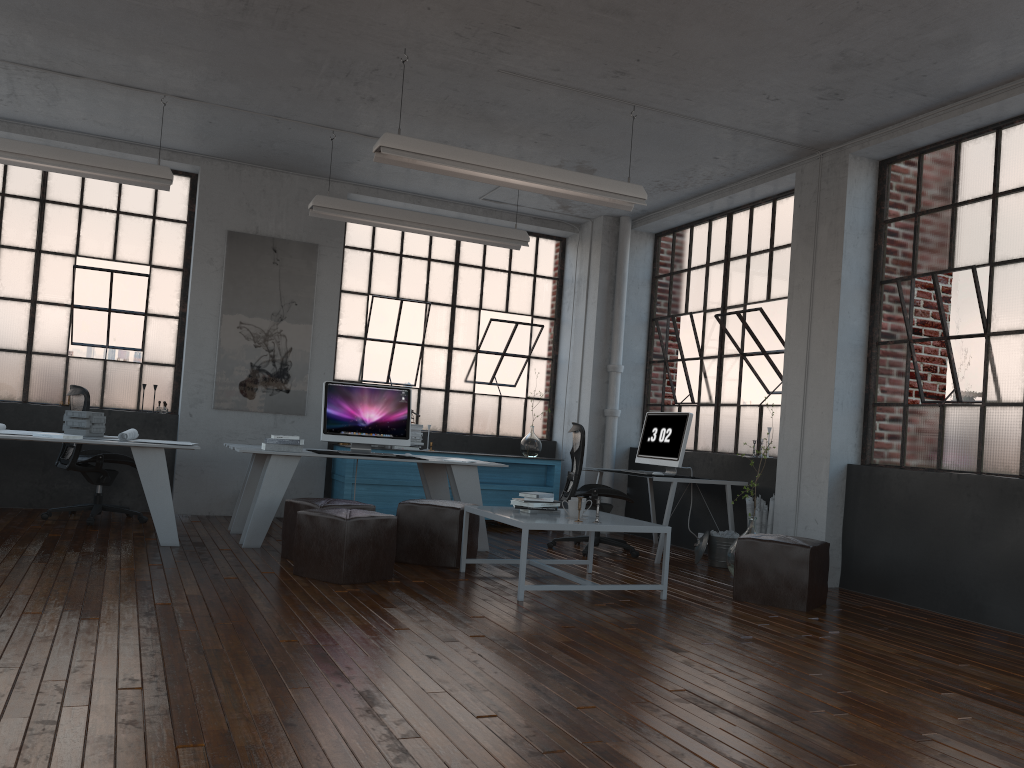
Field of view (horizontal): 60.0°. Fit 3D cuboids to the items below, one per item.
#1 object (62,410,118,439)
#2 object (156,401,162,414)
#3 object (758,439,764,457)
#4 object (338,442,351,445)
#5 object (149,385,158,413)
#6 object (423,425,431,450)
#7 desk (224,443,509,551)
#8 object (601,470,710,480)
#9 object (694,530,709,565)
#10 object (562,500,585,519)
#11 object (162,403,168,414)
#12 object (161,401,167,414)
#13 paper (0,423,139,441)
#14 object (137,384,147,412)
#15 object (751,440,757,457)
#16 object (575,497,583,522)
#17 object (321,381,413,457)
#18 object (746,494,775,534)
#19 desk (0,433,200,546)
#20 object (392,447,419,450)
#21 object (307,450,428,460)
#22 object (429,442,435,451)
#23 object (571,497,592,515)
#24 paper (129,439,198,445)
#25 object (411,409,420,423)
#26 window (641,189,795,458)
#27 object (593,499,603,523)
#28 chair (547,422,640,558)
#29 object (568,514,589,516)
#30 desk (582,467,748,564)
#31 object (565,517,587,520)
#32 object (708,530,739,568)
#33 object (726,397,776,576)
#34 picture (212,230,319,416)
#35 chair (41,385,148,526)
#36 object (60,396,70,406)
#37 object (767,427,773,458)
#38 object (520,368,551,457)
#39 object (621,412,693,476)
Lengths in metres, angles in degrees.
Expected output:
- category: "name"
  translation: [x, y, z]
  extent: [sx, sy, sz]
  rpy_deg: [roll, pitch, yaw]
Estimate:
- category: "object"
  translation: [-3.102, 0.292, 6.441]
  extent: [0.416, 0.182, 0.389]
  rpy_deg: [4, -3, 7]
- category: "object"
  translation: [-3.251, 0.213, 8.170]
  extent: [0.058, 0.117, 0.032]
  rpy_deg: [3, -2, 28]
- category: "object"
  translation: [2.111, 0.544, 7.499]
  extent: [0.066, 0.160, 0.066]
  rpy_deg: [4, -2, 8]
- category: "object"
  translation: [-1.633, 0.478, 8.672]
  extent: [0.132, 0.236, 0.132]
  rpy_deg: [3, -2, 33]
- category: "object"
  translation: [-3.280, 0.137, 8.129]
  extent: [0.085, 0.259, 0.085]
  rpy_deg: [3, -2, 30]
- category: "object"
  translation: [-0.850, 0.543, 9.013]
  extent: [0.084, 0.256, 0.084]
  rpy_deg: [2, -2, 44]
- category: "desk"
  translation: [-1.214, 0.913, 7.137]
  extent: [2.079, 0.704, 1.075]
  rpy_deg: [5, -3, -23]
- category: "object"
  translation: [1.234, 0.796, 7.759]
  extent: [0.688, 0.008, 0.848]
  rpy_deg: [5, -3, -22]
- category: "object"
  translation: [1.529, 1.324, 7.185]
  extent: [0.107, 0.280, 0.293]
  rpy_deg: [4, -2, 2]
- category: "object"
  translation: [0.385, 0.782, 5.526]
  extent: [0.129, 0.109, 0.101]
  rpy_deg: [5, -2, -15]
- category: "object"
  translation: [-3.209, 0.226, 8.207]
  extent: [0.058, 0.101, 0.032]
  rpy_deg: [4, -2, 11]
- category: "object"
  translation: [-3.191, 0.215, 8.134]
  extent: [0.058, 0.117, 0.032]
  rpy_deg: [4, -2, -10]
- category: "paper"
  translation: [-3.282, 0.332, 6.435]
  extent: [1.076, 0.105, 0.975]
  rpy_deg: [6, -3, -23]
- category: "object"
  translation: [-3.372, 0.129, 8.107]
  extent: [0.085, 0.259, 0.085]
  rpy_deg: [3, -2, 30]
- category: "object"
  translation: [2.057, 0.545, 7.527]
  extent: [0.055, 0.153, 0.055]
  rpy_deg: [3, -2, 26]
- category: "object"
  translation: [0.407, 0.757, 5.352]
  extent: [0.052, 0.148, 0.053]
  rpy_deg: [4, -2, 17]
- category: "object"
  translation: [-1.129, 0.278, 6.998]
  extent: [0.715, 0.552, 0.377]
  rpy_deg: [5, -2, -22]
- category: "object"
  translation: [2.007, 1.179, 7.084]
  extent: [0.293, 0.627, 0.275]
  rpy_deg: [4, -2, 18]
- category: "desk"
  translation: [-3.333, 0.704, 6.210]
  extent: [2.058, 0.697, 1.064]
  rpy_deg: [5, -3, -23]
- category: "object"
  translation: [-1.047, 0.628, 8.615]
  extent: [0.253, 0.014, 0.187]
  rpy_deg: [6, -4, -23]
- category: "object"
  translation: [-1.150, 0.560, 6.987]
  extent: [0.849, 0.008, 0.687]
  rpy_deg: [5, -3, -22]
- category: "object"
  translation: [-0.807, 0.623, 8.851]
  extent: [0.088, 0.084, 0.088]
  rpy_deg: [5, -3, -19]
- category: "object"
  translation: [0.446, 0.802, 5.800]
  extent: [0.129, 0.109, 0.101]
  rpy_deg: [5, -2, -15]
- category: "paper"
  translation: [-2.498, 0.418, 6.376]
  extent: [0.429, 0.001, 0.485]
  rpy_deg: [5, -3, -13]
- category: "object"
  translation: [-1.003, 0.309, 8.845]
  extent: [0.177, 0.161, 0.093]
  rpy_deg: [2, -3, 34]
- category: "window"
  translation: [1.960, -0.479, 8.240]
  extent: [0.670, 2.388, 2.591]
  rpy_deg: [5, -3, -23]
- category: "object"
  translation: [0.520, 0.764, 5.366]
  extent: [0.055, 0.153, 0.055]
  rpy_deg: [2, -2, 43]
- category: "chair"
  translation: [0.732, 0.887, 7.602]
  extent: [0.793, 1.085, 0.770]
  rpy_deg: [5, -2, -20]
- category: "object"
  translation: [0.432, 0.855, 5.794]
  extent: [0.137, 0.003, 0.137]
  rpy_deg: [4, -3, -2]
- category: "desk"
  translation: [1.279, 1.137, 7.778]
  extent: [0.934, 0.688, 1.227]
  rpy_deg: [5, -3, -23]
- category: "object"
  translation: [0.402, 0.838, 5.530]
  extent: [0.137, 0.003, 0.137]
  rpy_deg: [4, -3, -2]
- category: "object"
  translation: [1.727, 1.327, 7.181]
  extent: [0.290, 0.293, 0.291]
  rpy_deg: [3, -3, 24]
- category: "object"
  translation: [1.708, 0.738, 6.219]
  extent: [0.330, 1.338, 0.619]
  rpy_deg: [4, -2, 13]
- category: "picture"
  translation: [-2.297, -0.558, 8.309]
  extent: [0.854, 1.649, 0.025]
  rpy_deg: [5, -2, -24]
- category: "chair"
  translation: [-3.387, 0.570, 7.283]
  extent: [0.770, 1.085, 0.793]
  rpy_deg: [3, -3, 35]
- category: "object"
  translation: [-3.920, 0.144, 7.855]
  extent: [0.124, 0.100, 0.124]
  rpy_deg: [4, -3, -1]
- category: "object"
  translation: [2.148, 0.491, 7.419]
  extent: [0.084, 0.256, 0.084]
  rpy_deg: [4, -2, -1]
- category: "object"
  translation: [0.292, 0.300, 9.244]
  extent: [0.232, 0.939, 0.433]
  rpy_deg: [6, -2, -42]
- category: "object"
  translation: [1.258, 0.514, 7.767]
  extent: [0.377, 0.552, 0.714]
  rpy_deg: [5, -3, -22]
